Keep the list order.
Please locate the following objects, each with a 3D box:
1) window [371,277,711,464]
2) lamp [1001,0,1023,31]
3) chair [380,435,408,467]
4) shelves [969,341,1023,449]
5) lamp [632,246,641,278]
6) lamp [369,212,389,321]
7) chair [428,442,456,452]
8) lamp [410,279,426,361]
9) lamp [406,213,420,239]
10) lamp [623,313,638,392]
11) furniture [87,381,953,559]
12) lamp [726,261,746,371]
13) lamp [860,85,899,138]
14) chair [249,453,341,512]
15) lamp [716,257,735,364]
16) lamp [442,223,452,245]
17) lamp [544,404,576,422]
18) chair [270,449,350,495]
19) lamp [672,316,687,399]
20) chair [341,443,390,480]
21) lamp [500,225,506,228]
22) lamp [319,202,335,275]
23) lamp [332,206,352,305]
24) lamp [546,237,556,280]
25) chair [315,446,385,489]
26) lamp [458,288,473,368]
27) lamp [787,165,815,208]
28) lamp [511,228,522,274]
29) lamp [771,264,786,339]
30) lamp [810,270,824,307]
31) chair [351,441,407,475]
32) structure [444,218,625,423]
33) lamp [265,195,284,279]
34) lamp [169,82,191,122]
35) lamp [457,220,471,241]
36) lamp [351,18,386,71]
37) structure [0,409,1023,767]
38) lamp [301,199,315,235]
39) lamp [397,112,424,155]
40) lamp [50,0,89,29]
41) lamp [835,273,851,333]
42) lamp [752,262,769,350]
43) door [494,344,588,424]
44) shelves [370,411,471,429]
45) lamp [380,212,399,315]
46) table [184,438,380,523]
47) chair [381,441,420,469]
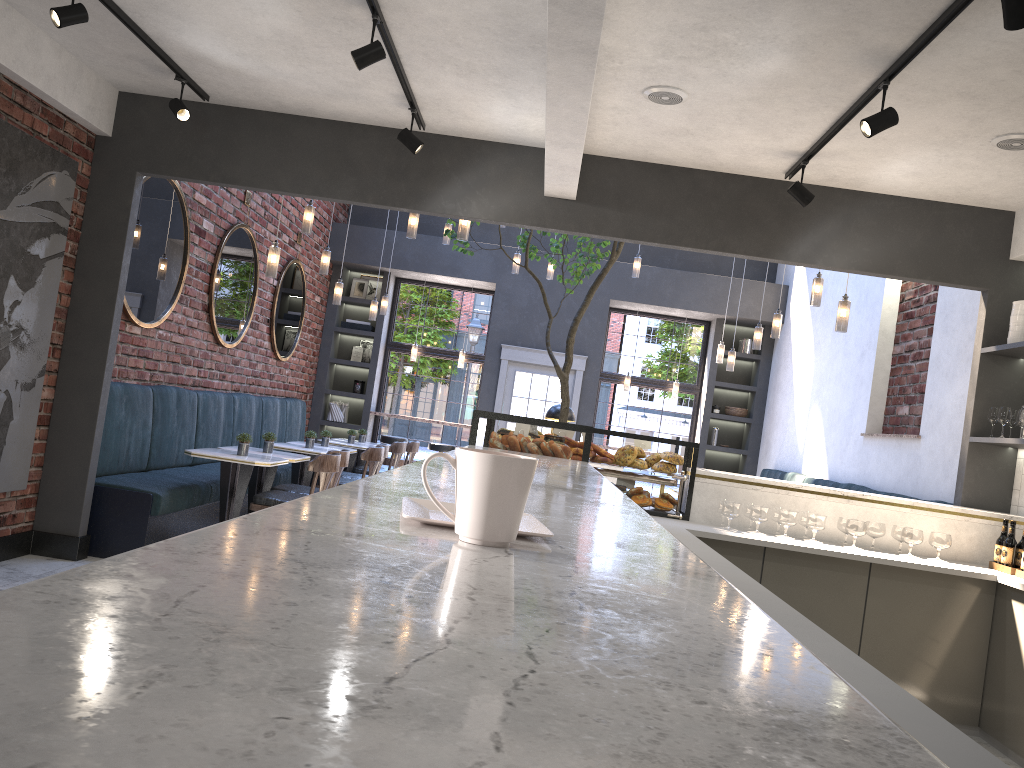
[{"bbox_3d":[0.371,-1.571,6.172,6.405,5.363,12.714,8,-2,2],"label":"window"},{"bbox_3d":[1.575,-1.226,2.755,0.087,0.235,0.157,7,-2,41],"label":"lamp"},{"bbox_3d":[-1.622,1.109,11.811,0.371,0.821,0.371,10,-2,-35],"label":"chair"},{"bbox_3d":[2.938,0.010,3.647,0.300,0.580,3.601,8,-2,2],"label":"shelves"},{"bbox_3d":[1.665,-3.215,9.905,0.078,4.104,0.078,9,-2,-13],"label":"lamp"},{"bbox_3d":[-1.270,-2.743,9.983,0.078,4.104,0.078,9,-2,-13],"label":"lamp"},{"bbox_3d":[-0.984,1.200,11.765,0.372,0.821,0.370,10,-2,-35],"label":"chair"},{"bbox_3d":[-1.248,-1.022,12.115,0.078,1.428,0.078,7,-2,32],"label":"lamp"},{"bbox_3d":[-0.513,-3.200,7.166,0.078,4.104,0.078,7,-2,32],"label":"lamp"},{"bbox_3d":[1.645,-0.604,12.007,0.078,1.428,0.078,10,-2,-36],"label":"lamp"},{"bbox_3d":[0.086,1.056,8.357,6.021,1.150,5.343,8,-2,2],"label":"furniture"},{"bbox_3d":[2.687,-2.173,9.795,0.078,4.104,0.078,9,-2,-13],"label":"lamp"},{"bbox_3d":[1.600,-1.179,3.850,0.157,0.235,0.087,8,-2,-4],"label":"lamp"},{"bbox_3d":[-1.540,0.887,6.290,0.521,0.851,0.539,8,-2,4],"label":"chair"},{"bbox_3d":[2.728,-2.276,10.463,0.078,4.104,0.078,9,-2,-13],"label":"lamp"},{"bbox_3d":[-0.411,-3.528,9.549,0.078,4.104,0.078,9,-2,-13],"label":"lamp"},{"bbox_3d":[-0.115,-1.233,4.946,4.184,3.255,8.835,9,-2,-15],"label":"lamp"},{"bbox_3d":[-1.581,0.904,6.870,0.521,0.851,0.539,8,-2,4],"label":"chair"},{"bbox_3d":[2.295,-0.510,11.983,0.078,1.428,0.078,7,-2,32],"label":"lamp"},{"bbox_3d":[-1.525,0.984,8.701,0.521,0.851,0.538,8,-2,-4],"label":"chair"},{"bbox_3d":[0.179,-3.887,10.550,0.078,4.104,0.078,9,-2,-13],"label":"lamp"},{"bbox_3d":[-1.429,-3.033,8.171,0.078,4.104,0.078,8,-2,9],"label":"lamp"},{"bbox_3d":[-1.436,-2.813,8.809,0.078,4.104,0.078,8,-2,9],"label":"lamp"},{"bbox_3d":[0.739,-3.265,10.510,0.078,4.104,0.078,9,-2,-13],"label":"lamp"},{"bbox_3d":[-1.483,0.965,8.069,0.521,0.851,0.539,8,-2,4],"label":"chair"},{"bbox_3d":[-0.598,-0.928,12.091,0.078,1.428,0.078,10,-2,-36],"label":"lamp"},{"bbox_3d":[1.650,-1.125,5.043,0.157,0.235,0.087,8,-2,-4],"label":"lamp"},{"bbox_3d":[0.330,-3.256,9.895,0.078,4.104,0.078,9,-2,-13],"label":"lamp"},{"bbox_3d":[2.658,-2.442,8.020,0.078,4.104,0.078,10,-2,-36],"label":"lamp"},{"bbox_3d":[2.644,-2.634,6.930,0.078,4.104,0.078,9,-2,-13],"label":"lamp"},{"bbox_3d":[-1.491,1.034,9.849,0.521,0.851,0.539,8,-2,4],"label":"chair"},{"bbox_3d":[0.674,-1.332,7.512,2.809,5.987,3.742,10,-3,-44],"label":"structure"},{"bbox_3d":[-1.405,-2.781,6.313,0.078,4.104,0.078,9,-2,-13],"label":"lamp"},{"bbox_3d":[-1.931,-1.643,5.173,0.157,0.235,0.088,7,-2,43],"label":"lamp"},{"bbox_3d":[-0.052,-3.040,6.278,0.078,4.104,0.078,7,-2,32],"label":"lamp"},{"bbox_3d":[-0.630,-1.503,3.932,0.157,0.238,0.087,8,-2,-4],"label":"lamp"},{"bbox_3d":[1.294,0.931,2.569,3.205,1.300,5.807,8,-2,2],"label":"structure"},{"bbox_3d":[-1.317,-3.209,7.010,0.078,4.104,0.078,9,-2,-13],"label":"lamp"},{"bbox_3d":[-0.580,-1.449,5.126,0.157,0.238,0.087,8,-2,-4],"label":"lamp"},{"bbox_3d":[-1.979,-1.698,3.978,0.087,0.238,0.157,7,-2,41],"label":"lamp"},{"bbox_3d":[2.582,-2.392,6.223,0.078,4.104,0.078,9,-2,-13],"label":"lamp"},{"bbox_3d":[2.673,-2.366,8.690,0.078,4.104,0.078,10,-2,-36],"label":"lamp"},{"bbox_3d":[0.263,0.664,11.482,1.132,2.218,0.152,8,-2,2],"label":"door"},{"bbox_3d":[0.277,0.707,12.012,4.402,0.043,0.384,8,-2,2],"label":"shelves"},{"bbox_3d":[-1.232,-2.850,10.559,0.078,4.104,0.078,9,-2,-13],"label":"lamp"},{"bbox_3d":[0.054,1.252,8.308,4.599,0.751,4.832,8,-2,2],"label":"table"},{"bbox_3d":[-1.405,1.069,10.425,0.521,0.851,0.497,8,-2,1],"label":"chair"}]
